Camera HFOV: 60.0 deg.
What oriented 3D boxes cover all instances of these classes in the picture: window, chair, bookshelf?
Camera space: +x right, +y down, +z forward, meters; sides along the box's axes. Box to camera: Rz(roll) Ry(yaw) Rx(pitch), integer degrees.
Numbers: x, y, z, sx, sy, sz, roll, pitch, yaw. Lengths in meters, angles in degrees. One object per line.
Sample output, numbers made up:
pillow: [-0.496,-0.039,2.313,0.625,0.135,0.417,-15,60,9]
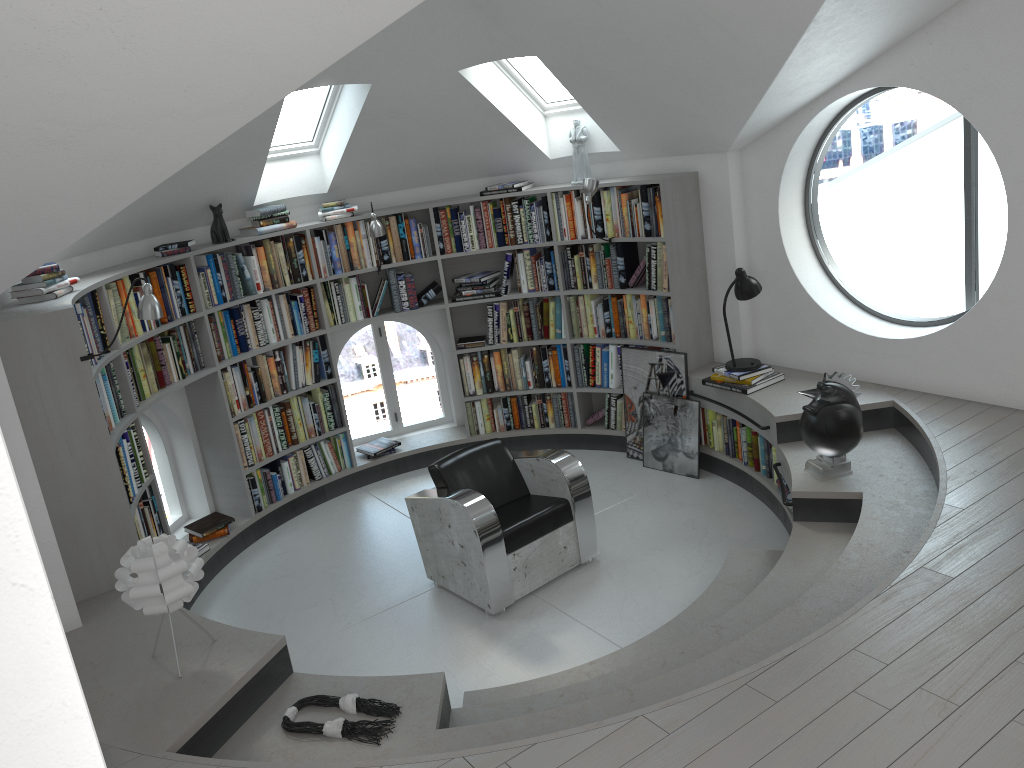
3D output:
window: [2.398,-1.067,5.324,0.104,1.459,1.476,-18,18,-31]
chair: [-0.067,0.777,5.233,0.827,0.714,0.743,-20,20,-36]
window: [-1.199,-1.811,5.583,4.071,0.708,1.939,-19,19,-31]
bookshelf: [-0.945,-0.132,6.040,4.350,1.866,2.116,-19,19,-31]
window: [-1.783,0.273,6.581,0.618,1.142,3.251,6,22,42]

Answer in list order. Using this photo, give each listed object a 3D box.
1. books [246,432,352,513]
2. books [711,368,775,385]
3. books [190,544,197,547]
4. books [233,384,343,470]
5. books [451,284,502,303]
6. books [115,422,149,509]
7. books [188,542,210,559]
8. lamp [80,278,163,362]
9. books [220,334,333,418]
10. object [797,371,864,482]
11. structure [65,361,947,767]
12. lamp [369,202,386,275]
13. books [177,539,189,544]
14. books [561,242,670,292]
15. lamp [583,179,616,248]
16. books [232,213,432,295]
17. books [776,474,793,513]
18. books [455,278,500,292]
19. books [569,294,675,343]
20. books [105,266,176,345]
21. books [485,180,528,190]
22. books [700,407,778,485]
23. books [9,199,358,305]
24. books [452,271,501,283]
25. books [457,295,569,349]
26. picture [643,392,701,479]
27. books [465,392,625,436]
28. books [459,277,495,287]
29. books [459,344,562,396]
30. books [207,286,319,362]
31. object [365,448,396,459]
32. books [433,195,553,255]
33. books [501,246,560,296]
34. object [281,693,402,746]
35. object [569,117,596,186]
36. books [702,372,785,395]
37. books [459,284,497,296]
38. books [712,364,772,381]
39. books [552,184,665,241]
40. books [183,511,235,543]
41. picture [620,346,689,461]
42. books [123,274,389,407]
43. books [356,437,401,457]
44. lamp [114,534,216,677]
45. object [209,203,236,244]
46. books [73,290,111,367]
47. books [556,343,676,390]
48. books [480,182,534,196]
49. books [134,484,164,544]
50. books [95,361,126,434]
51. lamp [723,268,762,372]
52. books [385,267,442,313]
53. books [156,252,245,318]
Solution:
books: [-1.652,0.629,6.618,0.288,0.304,1.025,5,21,41]
books: [1.521,-0.064,5.853,0.288,0.034,0.305,-23,22,-40]
books: [-2.224,1.091,5.693,0.286,0.031,0.271,3,20,33]
books: [-1.696,0.279,6.539,0.293,0.355,1.038,5,21,41]
books: [-0.260,-0.723,7.010,0.388,0.042,0.368,-6,17,8]
books: [-2.119,0.504,4.654,0.261,0.356,1.026,-13,17,-14]
books: [-2.219,1.123,5.702,0.388,0.042,0.368,-1,18,23]
lamp: [-1.857,-0.316,4.159,0.416,0.309,0.117,-20,19,-34]
books: [-1.759,-0.083,6.428,0.298,0.349,1.004,5,21,39]
object: [1.694,0.204,4.706,0.320,0.558,0.322,1,18,30]
structure: [-0.064,0.819,5.113,4.706,0.688,4.748,-5,17,12]
lamp: [-1.012,-1.050,6.474,0.113,0.562,0.359,-16,17,-24]
books: [-2.228,1.061,5.685,0.226,0.036,0.215,3,20,33]
books: [0.815,-0.879,6.465,1.053,0.355,0.281,7,22,41]
lamp: [0.629,-1.191,6.198,0.277,0.521,0.112,-22,20,-40]
books: [-1.334,-1.000,6.589,1.571,0.364,0.395,-17,18,-26]
books: [1.665,0.694,4.984,0.240,0.167,0.670,-6,17,8]
books: [-0.269,-0.783,6.993,0.285,0.031,0.271,-3,17,17]
books: [0.879,-0.516,6.566,1.022,0.345,0.277,6,21,41]
books: [-2.346,-0.467,5.319,0.269,0.370,0.799,-5,17,11]
books: [-0.040,-1.510,6.751,0.247,0.027,0.235,1,19,29]
books: [1.575,0.367,5.882,0.273,0.296,1.153,-14,17,-17]
books: [-2.017,-0.920,5.623,0.747,0.172,2.836,0,19,27]
books: [-0.278,-0.843,6.977,0.286,0.031,0.271,4,21,36]
books: [0.029,-0.511,6.962,0.973,0.349,0.253,-6,16,10]
picture: [1.128,0.363,6.299,0.107,0.551,0.490,-22,20,-40]
books: [0.319,0.194,7.076,1.496,0.309,0.362,-3,17,19]
books: [-0.273,-0.813,6.985,0.226,0.036,0.215,-3,17,17]
books: [0.001,-0.144,7.086,0.871,0.348,0.274,-6,16,9]
books: [-1.845,-0.446,6.358,0.301,0.356,1.034,6,22,41]
object: [-1.066,0.532,7.114,0.227,0.036,0.215,-13,17,-15]
books: [-0.145,-1.238,6.788,0.968,0.365,0.308,-5,16,11]
books: [0.170,-0.899,6.855,0.553,0.348,0.258,-4,16,14]
object: [-0.643,1.247,3.319,0.473,0.081,0.220,-2,17,20]
object: [0.487,-1.680,6.393,0.179,0.469,0.180,-15,17,-22]
books: [1.527,-0.029,5.862,0.367,0.042,0.389,-19,19,-31]
books: [-0.264,-0.754,7.001,0.285,0.031,0.271,-8,17,3]
books: [1.517,-0.095,5.844,0.270,0.031,0.287,-15,18,-21]
books: [0.753,-1.245,6.374,1.015,0.359,0.294,5,21,38]
books: [-2.046,0.978,6.009,0.319,0.099,0.293,-18,19,-29]
picture: [1.041,0.170,6.426,0.091,0.856,0.579,-22,20,-40]
books: [-1.833,-0.362,6.094,0.591,0.368,2.546,4,21,37]
books: [-1.070,0.503,7.106,0.270,0.029,0.253,-23,22,-40]
lamp: [-1.365,0.858,3.512,0.306,0.521,0.307,7,22,44]
object: [-1.993,-1.097,6.048,0.147,0.263,0.202,-19,19,-34]
books: [-2.258,-0.216,4.456,0.301,0.358,1.039,-13,17,-15]
books: [0.871,-0.155,6.698,1.185,0.356,0.306,4,20,37]
books: [-0.036,-1.484,6.758,0.336,0.036,0.319,-2,18,20]
books: [-1.948,1.087,4.556,0.391,0.690,1.649,-15,17,-21]
books: [-2.221,0.150,4.569,0.303,0.345,1.094,-13,17,-16]
lamp: [1.500,-0.429,5.768,0.323,0.655,0.235,-13,16,-16]
books: [-0.752,-0.769,6.895,0.399,0.338,0.225,-12,16,-12]
books: [-2.133,-0.674,5.939,0.265,0.343,0.687,2,19,33]
